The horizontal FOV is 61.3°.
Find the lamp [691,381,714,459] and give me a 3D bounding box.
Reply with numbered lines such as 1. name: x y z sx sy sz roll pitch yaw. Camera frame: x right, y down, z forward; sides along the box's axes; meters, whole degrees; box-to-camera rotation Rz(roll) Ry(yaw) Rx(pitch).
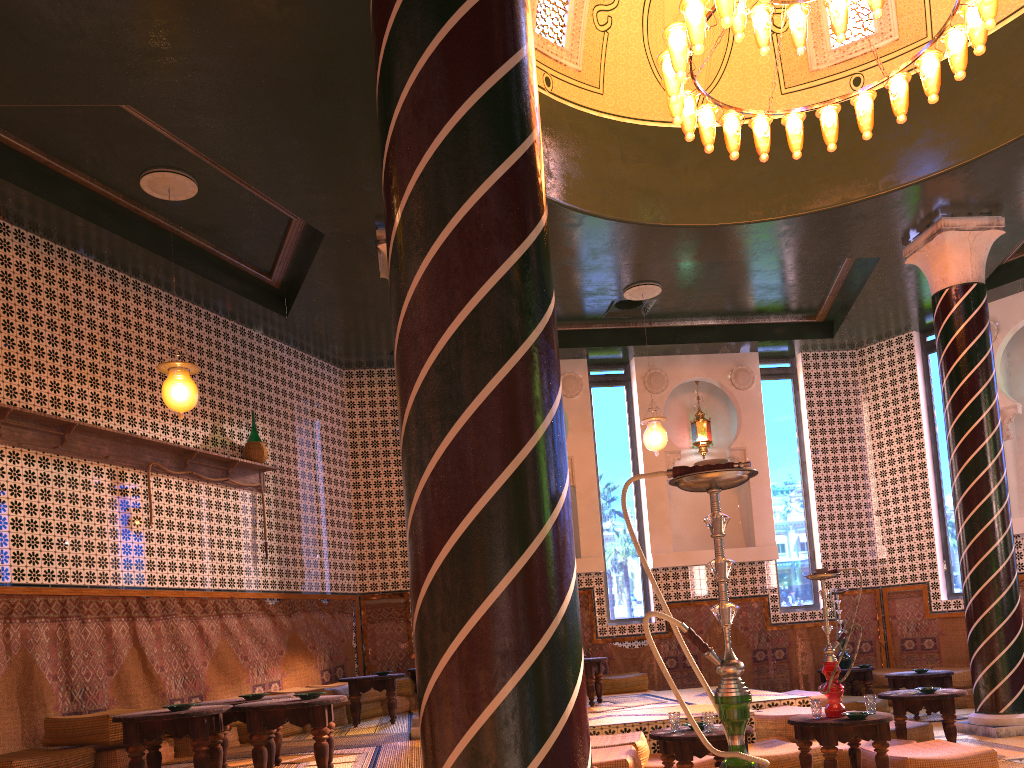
1. lamp: 3.128 0.676 14.301 0.364 1.540 0.326 -6 -4 26

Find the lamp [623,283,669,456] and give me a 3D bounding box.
1. lamp: 1.874 -0.153 11.769 0.517 2.282 0.530 -3 -4 -18

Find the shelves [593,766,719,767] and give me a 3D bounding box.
1. shelves: 0.740 2.045 3.042 0.745 1.265 1.225 -4 -10 -6

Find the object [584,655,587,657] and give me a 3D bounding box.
1. object: 0.840 3.535 11.141 0.251 0.044 0.259 -6 -16 7

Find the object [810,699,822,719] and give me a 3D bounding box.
1. object: 2.541 2.714 7.204 0.092 0.160 0.094 -4 -7 -5

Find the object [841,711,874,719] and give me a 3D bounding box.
1. object: 2.811 2.699 7.022 0.256 0.044 0.254 -16 -20 36

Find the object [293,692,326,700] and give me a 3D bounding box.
1. object: -1.531 2.367 6.542 0.251 0.044 0.259 -6 -16 7

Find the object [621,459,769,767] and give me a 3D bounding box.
1. object: 0.644 0.887 2.901 0.463 1.234 0.303 -4 -4 1

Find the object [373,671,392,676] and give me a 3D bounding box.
1. object: -1.614 3.615 10.775 0.251 0.044 0.259 -6 -16 7

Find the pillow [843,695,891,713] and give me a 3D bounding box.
1. pillow: 4.830 4.663 12.441 0.979 0.272 0.980 7 -19 -35

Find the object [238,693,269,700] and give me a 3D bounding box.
1. object: -2.121 2.573 7.093 0.250 0.044 0.260 2 -17 -21

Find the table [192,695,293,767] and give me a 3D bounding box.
1. table: -2.220 2.911 7.134 0.854 0.577 0.853 -12 -14 31

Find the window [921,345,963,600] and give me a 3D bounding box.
1. window: 6.904 1.311 13.312 0.091 3.938 0.789 -2 -5 -37

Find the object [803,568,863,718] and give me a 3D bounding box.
1. object: 2.752 2.170 7.274 0.464 1.233 0.305 -5 -4 9

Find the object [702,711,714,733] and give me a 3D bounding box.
1. object: 1.561 2.688 6.858 0.092 0.160 0.094 -1 -8 -30

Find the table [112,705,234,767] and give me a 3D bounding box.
1. table: -2.460 2.694 6.331 0.854 0.577 0.853 -12 -14 31

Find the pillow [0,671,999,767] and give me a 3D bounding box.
1. pillow: -0.374 3.402 8.438 10.016 1.240 10.323 -2 -16 -6

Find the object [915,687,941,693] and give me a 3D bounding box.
1. object: 4.215 3.104 8.745 0.250 0.044 0.260 2 -17 -21

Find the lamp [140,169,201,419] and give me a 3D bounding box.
1. lamp: -3.214 -0.800 8.242 0.517 2.282 0.530 -3 -4 -18

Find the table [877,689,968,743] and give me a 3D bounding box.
1. table: 4.209 3.446 8.814 0.851 0.577 0.856 -11 -14 28

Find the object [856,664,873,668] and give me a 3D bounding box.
1. object: 5.394 4.322 13.215 0.251 0.044 0.259 -6 -16 7

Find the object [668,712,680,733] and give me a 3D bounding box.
1. object: 1.326 2.756 7.030 0.094 0.160 0.092 -10 -9 40

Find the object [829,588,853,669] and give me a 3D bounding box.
1. object: 5.073 3.780 13.351 0.304 1.234 0.466 -7 -6 29

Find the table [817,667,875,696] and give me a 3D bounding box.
1. table: 5.176 4.693 13.331 0.838 0.577 0.869 -5 -12 2

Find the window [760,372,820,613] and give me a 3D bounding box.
1. window: 4.545 1.789 14.330 0.773 3.938 0.092 -4 -3 -7

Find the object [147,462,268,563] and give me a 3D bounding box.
1. object: -3.616 1.592 10.403 0.061 1.021 2.032 -6 -13 22

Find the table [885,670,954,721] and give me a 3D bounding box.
1. table: 5.403 4.115 11.406 0.845 0.577 0.862 7 -17 -42

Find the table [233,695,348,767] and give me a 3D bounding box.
1. table: -1.646 2.682 6.504 0.854 0.577 0.853 -12 -14 31

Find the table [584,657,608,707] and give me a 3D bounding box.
1. table: 0.839 3.850 11.123 0.839 0.577 0.868 -5 -12 5

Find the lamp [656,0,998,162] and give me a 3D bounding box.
1. lamp: 2.229 -4.606 6.792 2.470 4.533 2.531 -4 -7 0

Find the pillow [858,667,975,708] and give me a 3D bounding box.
1. pillow: 7.274 3.743 11.486 1.410 1.169 5.938 4 -18 -36

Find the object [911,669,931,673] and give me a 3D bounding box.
1. object: 5.390 3.781 11.369 0.251 0.044 0.259 -6 -16 7

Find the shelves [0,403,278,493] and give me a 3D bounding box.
1. shelves: -4.064 0.715 9.326 0.258 0.333 4.600 -8 -16 22

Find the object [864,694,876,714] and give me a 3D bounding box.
1. object: 3.017 2.695 7.260 0.092 0.160 0.094 -1 -8 -30

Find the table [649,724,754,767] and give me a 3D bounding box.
1. table: 1.560 3.115 7.025 0.836 0.577 0.871 -1 -13 -16

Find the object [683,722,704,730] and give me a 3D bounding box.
1. object: 1.541 2.828 7.130 0.256 0.044 0.254 -16 -20 36

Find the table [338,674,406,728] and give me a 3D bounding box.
1. table: -1.725 3.944 10.769 0.837 0.577 0.870 -4 -12 -2

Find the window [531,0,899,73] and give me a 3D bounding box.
1. window: 2.303 -4.628 6.935 5.838 1.139 5.621 -13 -18 28

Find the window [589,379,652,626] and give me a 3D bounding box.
1. window: 1.713 1.906 13.996 0.773 3.938 0.092 -4 -3 -7

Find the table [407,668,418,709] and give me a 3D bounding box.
1. table: -1.104 4.467 12.715 0.842 0.577 0.865 -7 -13 11

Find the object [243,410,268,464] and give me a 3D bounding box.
1. object: -3.319 0.689 11.125 0.306 0.710 0.302 -8 -7 34

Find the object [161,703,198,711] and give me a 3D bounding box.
1. object: -2.428 2.369 6.315 0.256 0.044 0.254 -16 -20 36

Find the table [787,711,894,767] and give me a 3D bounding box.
1. table: 2.767 3.080 7.223 0.845 0.577 0.862 7 -17 -42
